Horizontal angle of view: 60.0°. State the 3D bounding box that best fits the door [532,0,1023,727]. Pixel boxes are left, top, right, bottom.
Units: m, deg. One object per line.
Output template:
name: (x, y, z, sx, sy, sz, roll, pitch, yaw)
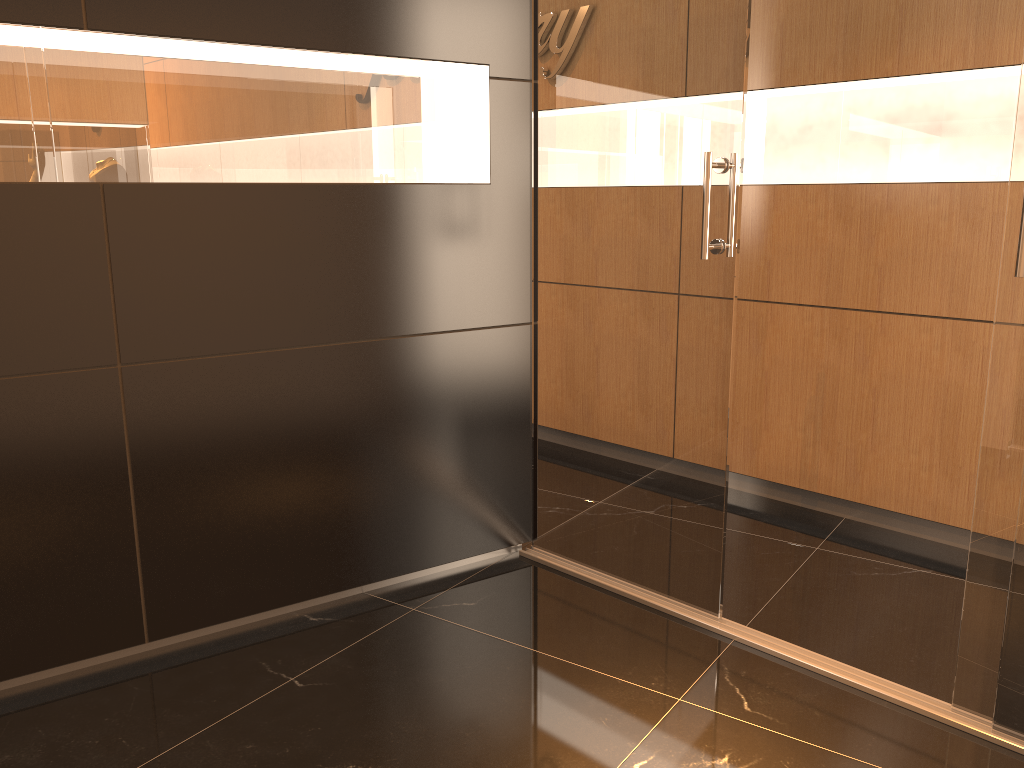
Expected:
door: (0.973, -0.751, 2.386, 0.098, 3.285, 2.473, -12, 17, -43)
